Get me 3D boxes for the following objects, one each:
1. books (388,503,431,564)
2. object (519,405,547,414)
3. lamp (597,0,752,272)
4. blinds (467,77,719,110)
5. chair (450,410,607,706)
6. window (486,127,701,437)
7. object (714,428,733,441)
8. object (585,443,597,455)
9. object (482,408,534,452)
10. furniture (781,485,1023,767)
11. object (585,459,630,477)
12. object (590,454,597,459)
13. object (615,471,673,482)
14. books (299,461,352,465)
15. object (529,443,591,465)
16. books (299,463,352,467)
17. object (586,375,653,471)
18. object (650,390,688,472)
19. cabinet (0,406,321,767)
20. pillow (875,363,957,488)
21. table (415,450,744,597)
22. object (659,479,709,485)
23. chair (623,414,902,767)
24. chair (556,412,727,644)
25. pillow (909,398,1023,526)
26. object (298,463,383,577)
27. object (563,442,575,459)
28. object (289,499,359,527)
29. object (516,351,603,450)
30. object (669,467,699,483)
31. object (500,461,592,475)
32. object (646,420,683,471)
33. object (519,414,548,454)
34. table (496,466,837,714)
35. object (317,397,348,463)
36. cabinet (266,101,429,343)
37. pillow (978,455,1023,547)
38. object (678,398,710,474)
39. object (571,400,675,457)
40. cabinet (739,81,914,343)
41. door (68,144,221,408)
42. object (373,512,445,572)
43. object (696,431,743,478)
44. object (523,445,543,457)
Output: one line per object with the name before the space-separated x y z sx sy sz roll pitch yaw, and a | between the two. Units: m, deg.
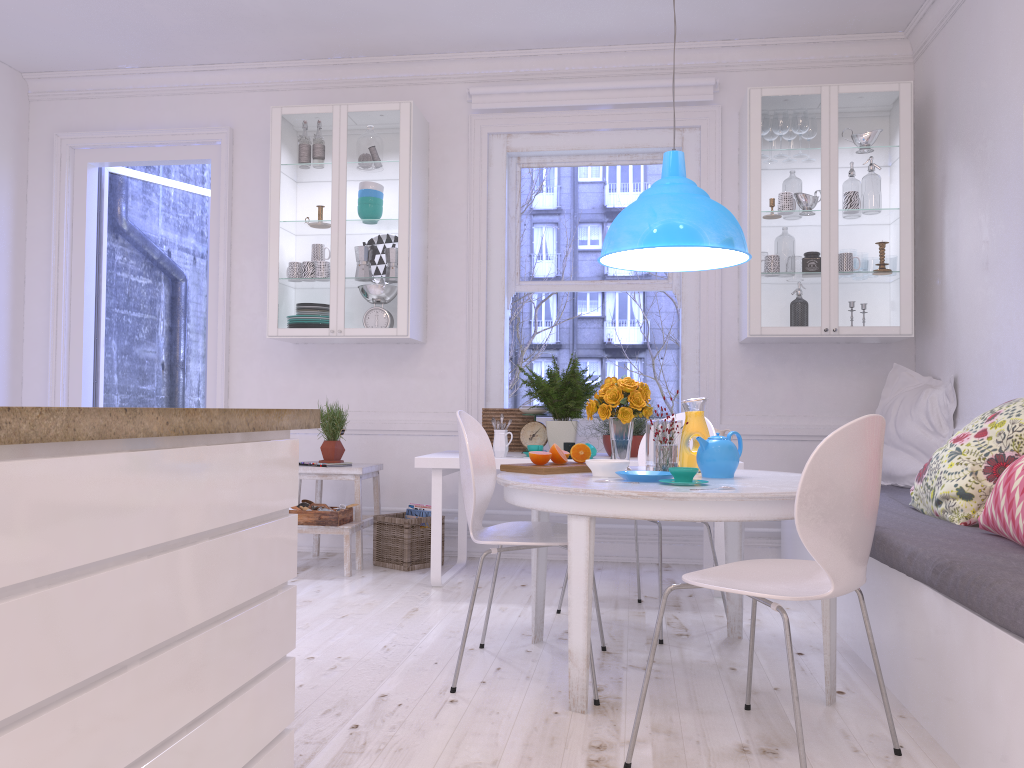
books | -0.550 0.815 4.819 0.221 0.306 0.205 -1 -2 41
object | 0.120 0.137 4.731 0.163 0.047 0.164 2 -2 -33
lamp | 0.614 -1.435 3.349 0.568 1.948 0.568 -1 -2 42
blinds | 0.449 -1.657 5.082 1.451 0.131 0.136 0 -2 8
chair | 0.058 0.509 2.884 0.483 0.845 0.604 0 -2 8
window | 0.475 -0.583 5.234 1.234 1.782 0.181 0 -2 8
object | 1.018 0.290 4.409 0.127 0.152 0.115 1 -2 -10
object | 0.361 0.310 4.194 0.069 0.059 0.082 1 -2 -14
object | -0.017 0.252 4.844 0.294 0.237 0.028 0 -2 8
furniture | 1.541 0.696 3.062 0.769 0.508 3.296 0 -2 8
object | 0.317 0.279 2.940 0.147 0.052 0.147 2 -2 -40
object | 0.339 0.342 4.187 0.121 0.021 0.121 2 -2 -42
object | 0.421 0.289 2.773 0.196 0.023 0.196 1 -2 -5
books | -1.020 0.429 4.827 0.246 0.007 0.180 -1 -2 38
object | 0.155 0.251 3.193 0.129 0.075 0.285 -1 -2 44
books | -1.020 0.438 4.827 0.246 0.011 0.180 -1 -2 38
object | 0.394 0.138 3.188 0.234 0.351 0.235 1 -2 -27
object | 0.521 0.163 2.940 0.128 0.287 0.128 0 -2 10
cabinet | -0.857 0.460 1.536 0.654 0.842 1.167 0 -2 8
pillow | 2.006 0.204 4.491 0.374 0.642 0.677 1 -2 -22
table | 0.338 0.670 4.433 1.514 0.619 0.736 0 -2 8
object | 0.509 0.292 2.632 0.147 0.011 0.147 0 -2 10
chair | 0.645 0.493 2.162 0.483 0.845 0.604 -1 -2 43
chair | 0.559 0.536 3.614 0.483 0.845 0.604 2 -2 -37
pillow | 1.699 0.265 3.086 0.509 0.447 0.592 0 -2 13
object | -0.972 0.710 4.780 0.418 0.534 0.599 0 -2 8
object | 0.263 0.312 4.134 0.055 0.077 0.070 -1 -2 33
object | -0.985 0.663 4.574 0.358 0.110 0.211 0 -2 10
object | 0.251 0.100 4.587 0.438 0.527 0.368 0 -2 8
object | 0.509 0.271 2.633 0.088 0.043 0.088 0 -2 15
object | 0.160 0.299 3.166 0.347 0.024 0.224 2 -2 -42
object | 0.542 0.221 3.156 0.101 0.186 0.122 -1 -2 38
object | 0.122 0.264 4.716 0.159 0.208 0.185 0 -2 8
table | 0.513 0.621 2.914 1.140 0.629 1.140 -1 -2 37
object | -0.968 0.242 4.816 0.186 0.367 0.196 2 -2 -37
cabinet | -0.936 -0.904 5.098 0.823 1.311 0.425 0 -2 8
pillow | 1.602 0.248 2.409 0.491 0.424 0.587 0 -2 11
object | 0.644 0.180 3.118 0.094 0.267 0.116 -1 -2 35
object | 0.590 0.197 4.439 0.668 0.367 0.531 -1 -2 32
cabinet | 1.658 -0.890 4.738 0.823 1.311 0.425 0 -2 8
door | -2.220 -0.237 6.033 1.009 2.474 1.021 0 -2 8
object | -0.559 0.848 4.809 0.276 0.270 0.276 -1 -2 41
object | 0.689 0.233 2.942 0.156 0.151 0.150 0 -2 11
object | 0.114 0.327 4.328 0.121 0.055 0.121 2 -2 -42
